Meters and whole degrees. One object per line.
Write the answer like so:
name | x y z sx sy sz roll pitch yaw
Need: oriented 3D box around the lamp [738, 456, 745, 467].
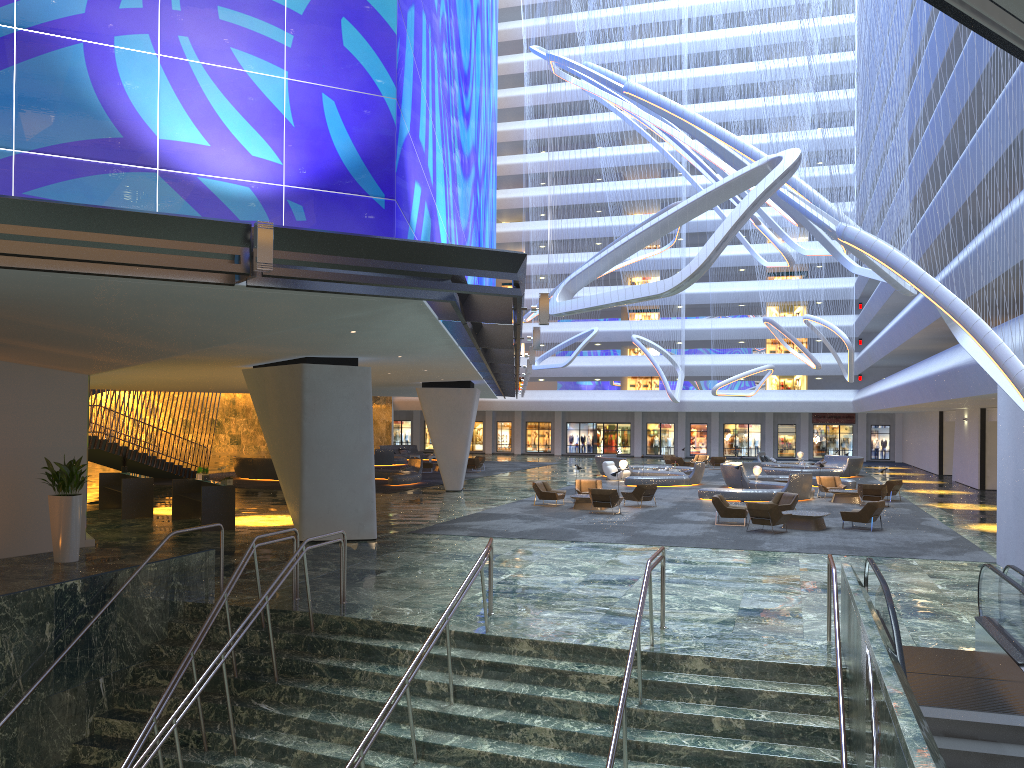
lamp | 10.040 3.772 38.718 0.384 1.300 0.202 0 -1 35

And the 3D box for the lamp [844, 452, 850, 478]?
lamp | 16.736 4.050 44.188 0.202 1.300 0.384 1 -1 -23

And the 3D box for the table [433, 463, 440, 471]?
table | -3.605 4.448 47.353 1.203 0.392 1.203 1 -2 -18

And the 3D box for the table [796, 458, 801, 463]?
table | 17.057 4.724 52.571 0.418 0.595 0.428 1 -1 -29

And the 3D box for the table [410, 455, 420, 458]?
table | -6.297 4.833 57.564 0.671 0.406 0.674 1 -2 -28

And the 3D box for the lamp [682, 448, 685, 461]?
lamp | 9.643 4.210 49.727 0.202 1.300 0.384 1 -1 -20

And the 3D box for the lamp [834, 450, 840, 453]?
lamp | 17.680 4.216 48.135 0.384 1.300 0.202 0 0 17

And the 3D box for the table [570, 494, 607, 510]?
table | 2.460 3.721 27.895 1.203 0.392 1.204 0 -2 18

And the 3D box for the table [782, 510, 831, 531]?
table | 7.663 3.579 23.231 1.203 0.392 1.204 -1 -3 36

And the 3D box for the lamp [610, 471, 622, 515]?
lamp | 3.090 3.212 26.291 0.384 1.300 0.202 0 -1 35

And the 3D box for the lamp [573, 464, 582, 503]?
lamp | 2.195 3.341 29.679 0.202 1.300 0.384 0 -1 34

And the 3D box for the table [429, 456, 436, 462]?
table | -5.011 4.812 56.763 0.673 0.406 0.671 0 -2 5

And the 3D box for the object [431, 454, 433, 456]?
object | -5.151 4.556 56.920 0.151 0.118 0.071 2 -1 -37

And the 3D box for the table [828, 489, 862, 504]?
table | 11.651 3.921 30.894 1.203 0.392 1.204 0 -2 17

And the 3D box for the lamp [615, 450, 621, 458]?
lamp | 5.355 3.976 44.831 0.384 1.300 0.202 0 0 11

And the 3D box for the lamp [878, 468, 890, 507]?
lamp | 12.281 3.413 29.291 0.384 1.300 0.202 0 -1 35

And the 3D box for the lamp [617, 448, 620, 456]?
lamp | 5.648 4.075 47.226 0.202 1.300 0.384 1 -1 -29

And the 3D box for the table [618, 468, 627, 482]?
table | 5.003 4.117 40.055 0.418 0.595 0.428 1 -1 -8

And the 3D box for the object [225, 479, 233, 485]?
object | -7.031 2.437 22.007 0.149 0.149 0.149 2 -2 -38

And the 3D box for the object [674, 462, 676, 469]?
object | 8.128 4.042 44.172 0.066 0.355 0.076 1 0 -15

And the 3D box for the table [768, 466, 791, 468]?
table | 14.310 4.607 47.403 1.203 0.392 1.204 0 -2 18

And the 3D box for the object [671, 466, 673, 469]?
object | 7.982 4.157 44.122 0.071 0.118 0.151 0 -2 28

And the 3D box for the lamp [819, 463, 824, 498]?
lamp | 11.386 3.541 32.679 0.202 1.300 0.384 0 -1 34

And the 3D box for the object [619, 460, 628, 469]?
object | 5.045 3.628 40.093 0.367 0.387 0.318 1 -1 0

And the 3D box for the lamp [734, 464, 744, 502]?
lamp | 7.887 3.433 30.754 0.384 1.300 0.202 0 -1 35

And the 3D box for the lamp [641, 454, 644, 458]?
lamp | 5.814 3.762 39.393 0.202 1.300 0.384 1 0 -7

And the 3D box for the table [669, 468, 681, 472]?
table | 8.174 4.417 44.040 0.673 0.406 0.671 1 -2 -20

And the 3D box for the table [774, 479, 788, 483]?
table | 11.435 4.146 36.546 1.203 0.392 1.204 0 -2 18

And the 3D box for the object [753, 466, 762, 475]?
object | 9.957 3.505 35.957 0.367 0.387 0.318 0 -1 25

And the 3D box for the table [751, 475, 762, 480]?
table | 9.904 3.995 35.938 0.418 0.595 0.428 0 -1 17

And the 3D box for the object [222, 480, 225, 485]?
object | -7.182 2.463 22.202 0.111 0.108 0.108 2 -2 -38

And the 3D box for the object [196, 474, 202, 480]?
object | -8.398 2.501 23.847 0.150 0.145 0.150 2 -2 -39

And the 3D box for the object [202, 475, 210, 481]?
object | -8.132 2.491 23.537 0.150 0.145 0.150 2 -2 -39

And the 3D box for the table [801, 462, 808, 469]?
table | 15.820 4.529 47.962 0.418 0.595 0.428 0 -1 14

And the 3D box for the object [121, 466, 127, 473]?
object | -11.595 2.560 26.509 0.158 0.181 0.158 1 -1 -28

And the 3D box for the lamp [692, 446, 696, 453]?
lamp | 10.862 4.352 53.012 0.384 1.300 0.202 1 0 -21

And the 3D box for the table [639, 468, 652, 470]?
table | 6.669 4.411 44.222 0.673 0.406 0.671 -1 -2 37

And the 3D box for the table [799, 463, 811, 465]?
table | 16.892 4.780 51.180 0.671 0.406 0.674 0 -2 14

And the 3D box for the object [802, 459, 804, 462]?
object | 16.827 4.451 51.272 0.131 0.252 0.103 0 -1 1

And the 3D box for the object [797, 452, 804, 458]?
object | 17.508 4.295 53.808 0.367 0.387 0.318 1 -1 0

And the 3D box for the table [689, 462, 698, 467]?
table | 10.052 4.730 51.398 1.203 0.392 1.203 2 -3 -37
